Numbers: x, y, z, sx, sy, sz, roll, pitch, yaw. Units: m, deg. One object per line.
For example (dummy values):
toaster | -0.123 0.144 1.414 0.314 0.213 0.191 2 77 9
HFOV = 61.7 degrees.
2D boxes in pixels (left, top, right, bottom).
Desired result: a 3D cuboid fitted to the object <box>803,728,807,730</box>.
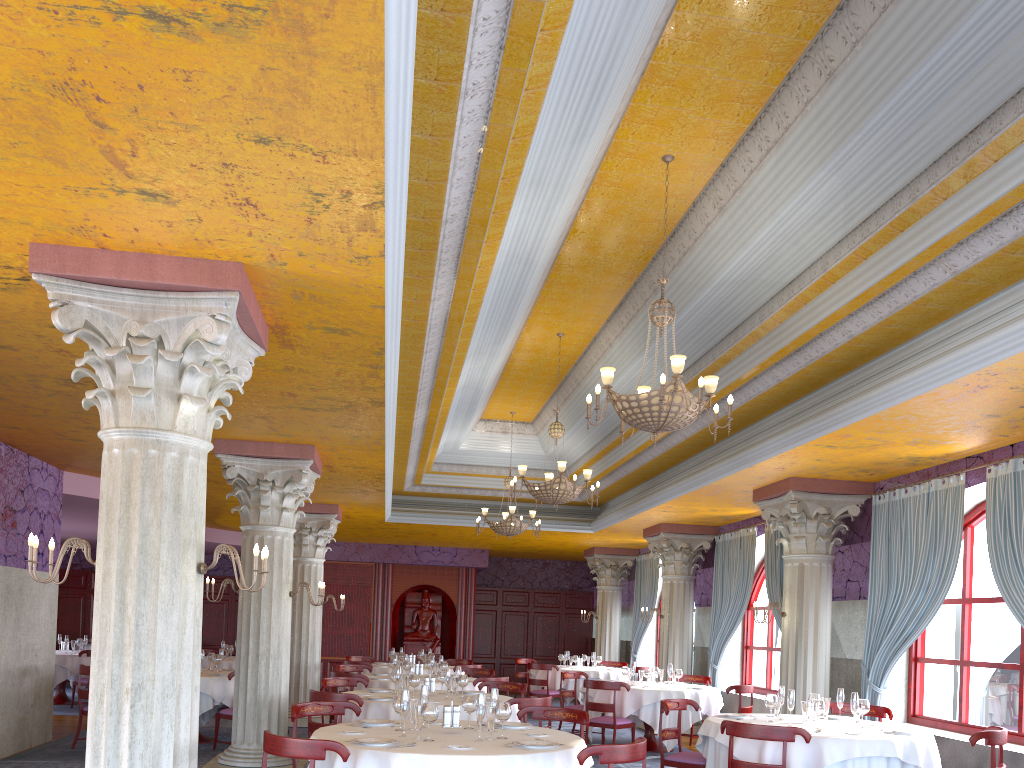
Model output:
object | 2.359 2.954 7.314 0.313 0.024 0.325 -1 -16 11

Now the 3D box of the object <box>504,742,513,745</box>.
object | -0.015 2.473 5.901 0.030 0.010 0.142 -9 -19 37

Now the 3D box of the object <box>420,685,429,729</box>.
object | -0.675 2.479 6.576 0.074 0.331 0.074 3 -2 -17

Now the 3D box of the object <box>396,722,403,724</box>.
object | -0.943 2.706 6.852 0.234 0.013 0.028 -10 -18 36

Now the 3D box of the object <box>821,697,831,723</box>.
object | 3.019 3.132 8.231 0.085 0.234 0.087 1 -3 17

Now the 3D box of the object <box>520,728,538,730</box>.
object | 0.135 2.719 6.754 0.028 0.013 0.239 -7 -18 35

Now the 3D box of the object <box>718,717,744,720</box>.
object | 2.099 3.196 8.197 0.259 0.019 0.056 -12 -20 40

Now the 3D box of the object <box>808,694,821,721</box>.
object | 2.936 3.140 8.315 0.123 0.260 0.124 3 -4 -17

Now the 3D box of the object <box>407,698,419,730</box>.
object | -0.747 2.494 6.467 0.086 0.234 0.086 4 -3 -28

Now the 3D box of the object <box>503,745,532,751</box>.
object | 0.038 2.410 5.675 0.234 0.013 0.028 -10 -18 36

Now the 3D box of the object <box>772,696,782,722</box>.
object | 2.519 3.087 8.135 0.086 0.234 0.086 4 -3 -28

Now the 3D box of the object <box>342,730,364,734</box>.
object | -1.141 2.501 6.146 0.159 0.009 0.164 4 -16 -8

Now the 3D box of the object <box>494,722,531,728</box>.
object | 0.001 2.744 6.881 0.317 0.024 0.321 10 -18 -27

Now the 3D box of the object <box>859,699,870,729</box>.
object | 3.198 3.008 7.814 0.123 0.260 0.124 3 -4 -17

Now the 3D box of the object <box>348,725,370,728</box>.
object | -1.166 2.603 6.529 0.259 0.019 0.056 -12 -20 40

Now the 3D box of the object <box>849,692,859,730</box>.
object | 3.047 2.913 7.624 0.074 0.331 0.074 3 -2 -17

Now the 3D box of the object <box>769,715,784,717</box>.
object | 2.656 3.338 8.608 0.158 0.009 0.165 -1 -16 11

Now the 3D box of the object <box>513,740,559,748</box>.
object | 0.165 2.447 5.809 0.313 0.024 0.325 -1 -16 11

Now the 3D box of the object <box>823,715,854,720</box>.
object | 3.266 3.337 8.549 0.313 0.024 0.324 4 -16 -8

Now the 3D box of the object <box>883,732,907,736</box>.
object | 3.304 3.003 7.343 0.234 0.013 0.028 -10 -18 36

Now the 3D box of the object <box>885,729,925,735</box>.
object | 3.430 3.040 7.478 0.313 0.024 0.325 -1 -16 11

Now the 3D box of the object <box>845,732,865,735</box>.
object | 2.918 2.973 7.283 0.159 0.009 0.164 4 -16 -8

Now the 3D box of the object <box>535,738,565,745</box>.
object | 0.261 2.506 5.998 0.259 0.019 0.056 -12 -20 40

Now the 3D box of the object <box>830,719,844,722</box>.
object | 3.175 3.289 8.369 0.140 0.010 0.030 -11 -19 38

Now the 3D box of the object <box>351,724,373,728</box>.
object | -1.146 2.622 6.561 0.255 0.003 0.023 -9 -19 35

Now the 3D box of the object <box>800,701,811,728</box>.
object | 2.615 2.949 7.635 0.086 0.234 0.086 4 -3 -28

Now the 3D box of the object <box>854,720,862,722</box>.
object | 3.400 3.312 8.423 0.028 0.013 0.239 -7 -18 35

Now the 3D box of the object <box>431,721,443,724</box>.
object | -0.610 2.745 6.940 0.159 0.009 0.164 4 -16 -8

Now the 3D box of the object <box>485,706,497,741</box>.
object | -0.150 2.402 6.063 0.085 0.234 0.087 1 -3 17

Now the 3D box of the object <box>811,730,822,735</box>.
object | 2.548 2.936 7.218 0.055 0.019 0.263 -10 -19 39

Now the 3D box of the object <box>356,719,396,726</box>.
object | -1.070 2.658 6.718 0.313 0.024 0.325 -1 -16 11

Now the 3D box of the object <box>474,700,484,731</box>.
object | -0.247 2.540 6.563 0.086 0.234 0.086 4 -3 -28

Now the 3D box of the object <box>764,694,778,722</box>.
object | 2.436 3.047 8.052 0.122 0.260 0.124 2 -4 6

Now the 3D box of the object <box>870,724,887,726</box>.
object | 3.449 3.217 8.076 0.158 0.009 0.165 -1 -16 11

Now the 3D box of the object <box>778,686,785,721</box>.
object | 2.591 3.071 8.244 0.074 0.331 0.075 1 -2 28

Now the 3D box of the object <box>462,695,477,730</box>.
object | -0.329 2.547 6.646 0.122 0.260 0.124 0 -4 28

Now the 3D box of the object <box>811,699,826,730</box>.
object | 2.699 2.915 7.552 0.122 0.260 0.124 2 -4 6

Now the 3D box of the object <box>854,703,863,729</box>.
object | 3.115 2.995 7.731 0.086 0.234 0.086 4 -3 -28

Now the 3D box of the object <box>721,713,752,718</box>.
object | 2.196 3.250 8.386 0.313 0.024 0.324 4 -16 -8

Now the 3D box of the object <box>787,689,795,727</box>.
object | 2.509 2.916 7.706 0.074 0.331 0.075 1 -2 28

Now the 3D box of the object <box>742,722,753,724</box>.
object | 2.124 3.094 7.815 0.158 0.009 0.165 -1 -16 11

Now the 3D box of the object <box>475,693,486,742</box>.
object | -0.219 2.320 5.956 0.074 0.331 0.074 3 -2 -17

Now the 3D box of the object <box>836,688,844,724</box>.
object | 3.128 3.068 8.162 0.074 0.331 0.075 1 -2 28

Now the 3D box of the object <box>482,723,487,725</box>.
object | -0.188 2.766 6.978 0.055 0.019 0.263 -10 -19 39

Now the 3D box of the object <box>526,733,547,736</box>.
object | 0.184 2.625 6.408 0.159 0.009 0.164 4 -16 -8

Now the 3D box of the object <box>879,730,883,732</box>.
object | 3.250 3.066 7.569 0.030 0.010 0.142 -9 -19 37

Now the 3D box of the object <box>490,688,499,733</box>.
object | -0.137 2.475 6.494 0.074 0.331 0.074 3 -2 -17

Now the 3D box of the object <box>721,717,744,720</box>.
object | 2.120 3.214 8.229 0.255 0.003 0.023 -9 -19 35

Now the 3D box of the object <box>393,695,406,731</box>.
object | -0.829 2.454 6.384 0.123 0.260 0.124 3 -4 -17
